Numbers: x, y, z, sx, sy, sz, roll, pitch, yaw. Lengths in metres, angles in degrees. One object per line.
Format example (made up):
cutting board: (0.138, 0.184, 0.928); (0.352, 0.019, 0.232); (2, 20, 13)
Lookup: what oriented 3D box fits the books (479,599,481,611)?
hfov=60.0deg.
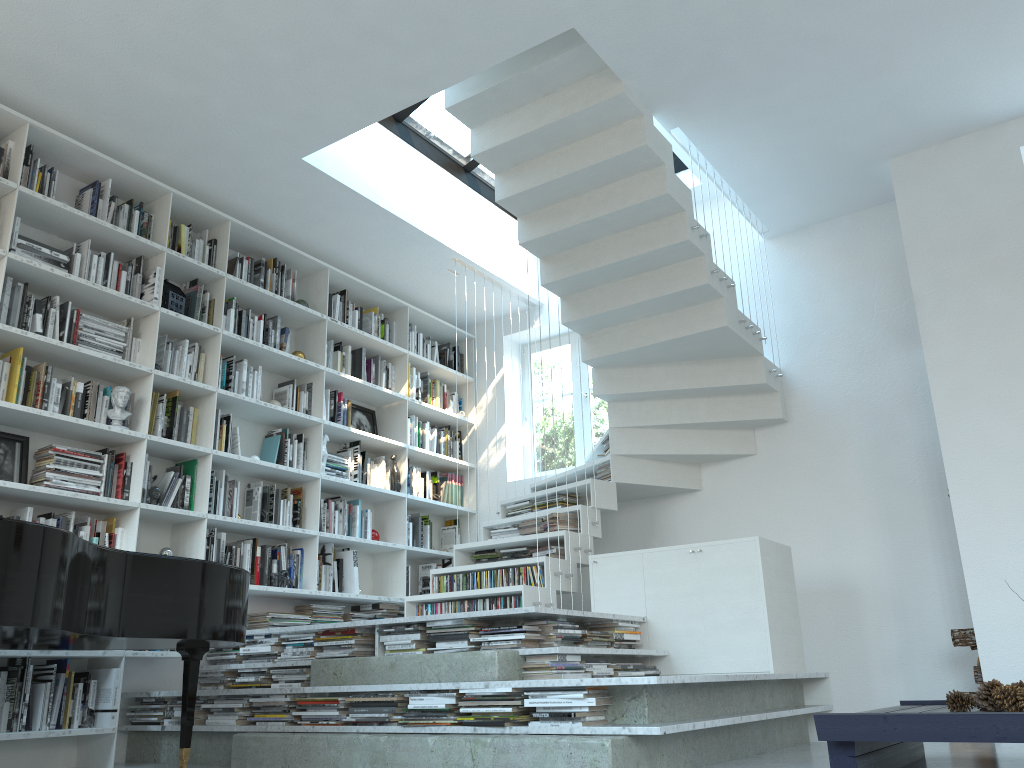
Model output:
books: (-0.143, 1.282, 5.001); (0.008, 0.125, 0.125); (-13, -22, 32)

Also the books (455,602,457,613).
books: (-0.284, 1.317, 5.091); (0.009, 0.125, 0.125); (-13, -22, 32)

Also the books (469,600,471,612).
books: (-0.201, 1.296, 5.038); (0.008, 0.125, 0.125); (-13, -22, 32)

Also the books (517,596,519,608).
books: (0.066, 1.231, 4.866); (0.011, 0.125, 0.125); (-13, -22, 32)

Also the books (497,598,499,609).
books: (-0.042, 1.257, 4.935); (0.008, 0.125, 0.125); (-13, -22, 32)

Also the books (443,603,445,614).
books: (-0.355, 1.334, 5.137); (0.009, 0.125, 0.125); (-13, -22, 32)

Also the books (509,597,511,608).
books: (0.022, 1.242, 4.895); (0.010, 0.125, 0.125); (-13, -22, 32)

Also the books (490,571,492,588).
books: (-0.087, 1.160, 5.186); (0.008, 0.125, 0.125); (-13, -22, 32)

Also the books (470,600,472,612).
books: (-0.195, 1.295, 5.034); (0.008, 0.125, 0.125); (-13, -22, 32)

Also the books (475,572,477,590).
books: (-0.178, 1.182, 5.244); (0.010, 0.125, 0.125); (-13, -22, 32)

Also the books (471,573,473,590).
books: (-0.200, 1.187, 5.258); (0.010, 0.125, 0.125); (-13, -22, 32)

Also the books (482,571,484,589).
books: (-0.132, 1.171, 5.215); (0.010, 0.125, 0.125); (-13, -22, 32)

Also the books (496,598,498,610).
books: (-0.048, 1.259, 4.940); (0.008, 0.125, 0.125); (-13, -22, 32)

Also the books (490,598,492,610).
books: (-0.083, 1.267, 4.962); (0.012, 0.125, 0.125); (-13, -22, 32)

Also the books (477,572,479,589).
books: (-0.168, 1.180, 5.238); (0.014, 0.125, 0.125); (-13, -22, 32)

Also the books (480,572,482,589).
books: (-0.145, 1.174, 5.223); (0.007, 0.125, 0.125); (-13, -22, 32)

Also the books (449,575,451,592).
books: (-0.338, 1.221, 5.347); (0.008, 0.125, 0.125); (-13, -22, 32)

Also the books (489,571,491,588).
books: (-0.093, 1.161, 5.190); (0.007, 0.125, 0.125); (-13, -22, 32)

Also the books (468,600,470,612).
books: (-0.206, 1.298, 5.041); (0.008, 0.125, 0.125); (-13, -22, 32)

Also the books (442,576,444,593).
books: (-0.379, 1.231, 5.373); (0.012, 0.125, 0.125); (-13, -22, 32)

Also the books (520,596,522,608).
books: (0.084, 1.227, 4.855); (0.016, 0.125, 0.125); (-13, -22, 32)

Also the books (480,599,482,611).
books: (-0.137, 1.281, 4.997); (0.008, 0.125, 0.125); (-13, -22, 32)

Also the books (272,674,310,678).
books: (-1.117, 1.545, 4.692); (0.263, 0.017, 0.157); (-12, -21, 28)

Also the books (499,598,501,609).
books: (-0.034, 1.255, 4.930); (0.010, 0.125, 0.125); (-13, -22, 32)

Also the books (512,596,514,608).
books: (0.041, 1.237, 4.883); (0.010, 0.125, 0.125); (-13, -22, 32)

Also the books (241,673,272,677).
books: (-1.367, 1.597, 4.870); (0.200, 0.018, 0.137); (-12, -21, 28)

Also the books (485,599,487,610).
books: (-0.111, 1.274, 4.980); (0.011, 0.125, 0.125); (-13, -22, 32)

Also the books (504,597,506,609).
books: (0.000, 1.247, 4.909); (0.010, 0.125, 0.125); (-13, -22, 32)

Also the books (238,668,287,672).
books: (-1.369, 1.573, 4.875); (0.228, 0.014, 0.149); (-13, -22, 30)

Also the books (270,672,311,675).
books: (-1.120, 1.532, 4.693); (0.277, 0.009, 0.178); (-14, -22, 33)

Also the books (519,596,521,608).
books: (0.075, 1.229, 4.861); (0.009, 0.125, 0.125); (-13, -22, 32)

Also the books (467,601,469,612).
books: (-0.213, 1.299, 5.046); (0.008, 0.125, 0.125); (-13, -22, 32)

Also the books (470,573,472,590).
books: (-0.209, 1.190, 5.264); (0.012, 0.125, 0.125); (-13, -22, 32)

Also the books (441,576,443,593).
books: (-0.386, 1.233, 5.378); (0.010, 0.125, 0.125); (-13, -22, 32)

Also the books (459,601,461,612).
books: (-0.259, 1.310, 5.075); (0.009, 0.125, 0.125); (-13, -22, 32)

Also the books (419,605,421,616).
books: (-0.504, 1.371, 5.232); (0.010, 0.125, 0.125); (-13, -22, 32)

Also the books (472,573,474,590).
books: (-0.193, 1.186, 5.254); (0.009, 0.125, 0.125); (-13, -22, 32)

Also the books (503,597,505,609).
books: (-0.010, 1.249, 4.915); (0.012, 0.125, 0.125); (-13, -22, 32)

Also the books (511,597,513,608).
books: (0.031, 1.239, 4.888); (0.014, 0.125, 0.125); (-13, -22, 32)

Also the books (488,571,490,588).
books: (-0.100, 1.163, 5.194); (0.008, 0.125, 0.125); (-13, -22, 32)

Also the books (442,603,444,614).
books: (-0.362, 1.336, 5.141); (0.008, 0.125, 0.125); (-13, -22, 32)

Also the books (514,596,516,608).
books: (0.050, 1.235, 4.876); (0.013, 0.125, 0.125); (-13, -22, 32)

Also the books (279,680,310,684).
books: (-1.111, 1.574, 4.692); (0.215, 0.014, 0.138); (-16, -23, 36)

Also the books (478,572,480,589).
books: (-0.159, 1.177, 5.232); (0.010, 0.125, 0.125); (-13, -22, 32)

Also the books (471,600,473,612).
books: (-0.189, 1.293, 5.030); (0.008, 0.125, 0.125); (-13, -22, 32)

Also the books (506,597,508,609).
books: (0.006, 1.245, 4.905); (0.009, 0.125, 0.125); (-13, -22, 32)

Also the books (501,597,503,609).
books: (-0.018, 1.251, 4.920); (0.008, 0.125, 0.125); (-13, -22, 32)

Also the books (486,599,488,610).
books: (-0.103, 1.272, 4.975); (0.008, 0.125, 0.125); (-13, -22, 32)

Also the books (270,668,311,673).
books: (-1.124, 1.518, 4.692); (0.250, 0.017, 0.181); (-12, -21, 29)

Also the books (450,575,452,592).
books: (-0.330, 1.219, 5.342); (0.010, 0.125, 0.125); (-13, -22, 32)

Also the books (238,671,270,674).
books: (-1.370, 1.583, 4.870); (0.250, 0.009, 0.144); (-16, -23, 36)

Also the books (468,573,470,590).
books: (-0.218, 1.192, 5.270); (0.008, 0.125, 0.125); (-13, -22, 32)

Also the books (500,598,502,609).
books: (-0.025, 1.253, 4.925); (0.010, 0.125, 0.125); (-13, -22, 32)

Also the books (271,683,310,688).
books: (-1.125, 1.588, 4.664); (0.202, 0.028, 0.189); (-12, -21, 27)

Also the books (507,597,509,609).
books: (0.014, 1.243, 4.900); (0.007, 0.125, 0.125); (-13, -22, 32)

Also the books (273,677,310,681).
books: (-1.114, 1.560, 4.691); (0.254, 0.012, 0.161); (-14, -22, 33)

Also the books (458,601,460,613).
books: (-0.265, 1.312, 5.079); (0.008, 0.125, 0.125); (-13, -22, 32)

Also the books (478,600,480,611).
books: (-0.150, 1.284, 5.005); (0.008, 0.125, 0.125); (-13, -22, 32)

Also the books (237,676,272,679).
books: (-1.370, 1.608, 4.861); (0.228, 0.009, 0.159); (-14, -22, 33)
